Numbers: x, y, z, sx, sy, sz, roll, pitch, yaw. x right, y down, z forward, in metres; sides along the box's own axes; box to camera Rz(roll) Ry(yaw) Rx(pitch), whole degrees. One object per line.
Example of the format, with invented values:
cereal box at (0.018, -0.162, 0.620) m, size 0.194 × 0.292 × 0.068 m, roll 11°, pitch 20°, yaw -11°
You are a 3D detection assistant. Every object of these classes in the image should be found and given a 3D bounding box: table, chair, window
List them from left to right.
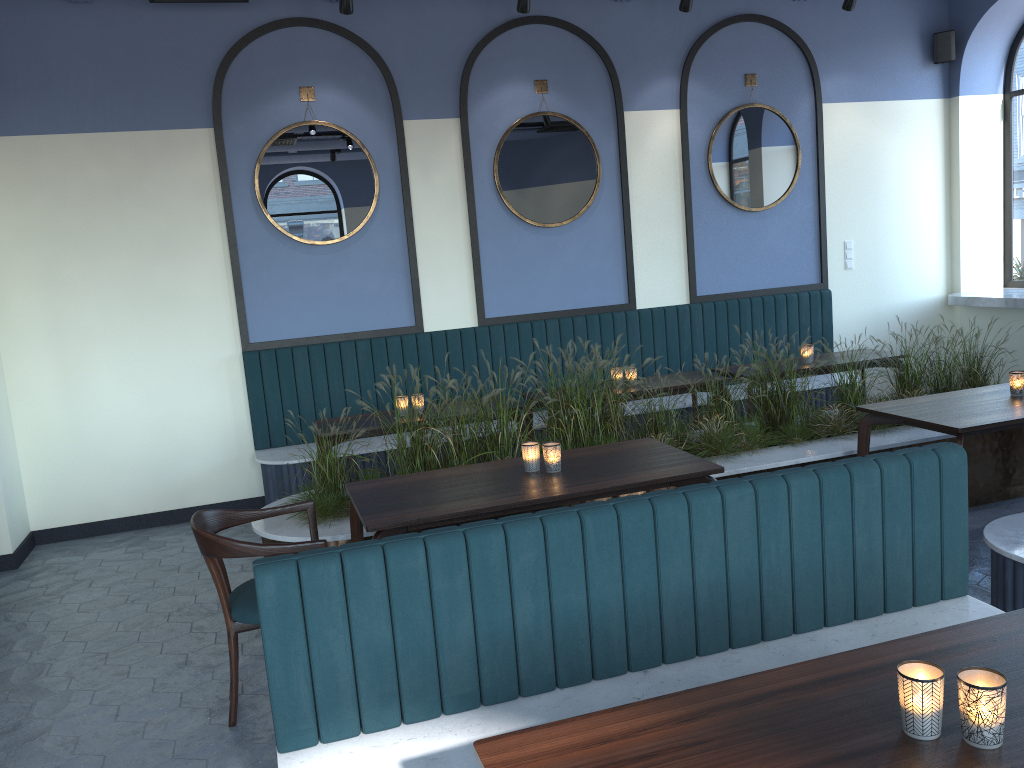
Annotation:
chair at (-0.927, 0.866, 3.465) m, size 0.525 × 0.793 × 0.618 m, roll -7°, pitch 9°, yaw -17°
table at (-0.435, 1.100, 1.720) m, size 9.778 × 0.755 × 3.997 m, roll -10°, pitch 10°, yaw -32°
table at (-0.540, 0.552, 5.487) m, size 1.285 × 0.755 × 0.548 m, roll -7°, pitch 9°, yaw -16°
table at (0.775, 0.384, 5.868) m, size 1.332 × 0.755 × 0.548 m, roll -7°, pitch 9°, yaw -16°
table at (2.110, 0.214, 6.253) m, size 1.332 × 0.755 × 0.548 m, roll -7°, pitch 9°, yaw -16°
window at (2.013, -0.826, 0.930) m, size 3.897 × 2.394 × 14.212 m, roll 1°, pitch 10°, yaw 34°

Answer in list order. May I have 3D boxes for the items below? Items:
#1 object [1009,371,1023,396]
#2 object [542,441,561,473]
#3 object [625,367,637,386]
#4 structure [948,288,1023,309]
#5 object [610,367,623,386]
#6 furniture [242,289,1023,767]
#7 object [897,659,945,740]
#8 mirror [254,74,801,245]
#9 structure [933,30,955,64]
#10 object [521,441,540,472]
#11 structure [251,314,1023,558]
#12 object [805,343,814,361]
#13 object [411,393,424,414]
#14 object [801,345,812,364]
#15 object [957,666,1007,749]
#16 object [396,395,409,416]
object at (2.548, -0.002, 4.468) m, size 0.078 × 0.120 × 0.078 m, roll -5°, pitch 8°, yaw 1°
object at (0.170, 0.308, 3.729) m, size 0.078 × 0.120 × 0.078 m, roll -10°, pitch 10°, yaw -33°
object at (0.779, -0.049, 5.796) m, size 0.078 × 0.120 × 0.078 m, roll -10°, pitch 10°, yaw -33°
structure at (1.923, 0.383, 1.218) m, size 4.315 × 0.080 × 14.155 m, roll 1°, pitch 10°, yaw 35°
object at (0.691, -0.048, 5.838) m, size 0.078 × 0.120 × 0.078 m, roll -10°, pitch 10°, yaw -33°
furniture at (1.120, 0.321, 4.743) m, size 4.800 × 1.150 × 4.703 m, roll -7°, pitch 9°, yaw -16°
object at (0.741, 0.574, 1.607) m, size 0.078 × 0.120 × 0.078 m, roll -10°, pitch 10°, yaw -33°
mirror at (0.294, -1.736, 6.696) m, size 4.357 × 1.089 × 0.026 m, roll -7°, pitch 9°, yaw -16°
structure at (-0.905, -1.780, 2.873) m, size 13.143 × 0.268 × 7.261 m, roll -10°, pitch 10°, yaw -33°
object at (0.082, 0.310, 3.772) m, size 0.078 × 0.120 × 0.078 m, roll -10°, pitch 10°, yaw -33°
structure at (1.019, 0.253, 5.062) m, size 4.878 × 1.207 × 1.143 m, roll -7°, pitch 9°, yaw -15°
object at (2.077, -0.222, 6.221) m, size 0.078 × 0.120 × 0.078 m, roll -10°, pitch 10°, yaw -33°
object at (-0.575, 0.120, 5.433) m, size 0.078 × 0.120 × 0.078 m, roll -5°, pitch 8°, yaw 1°
object at (2.036, -0.205, 6.133) m, size 0.078 × 0.120 × 0.078 m, roll -10°, pitch 10°, yaw -33°
object at (0.829, 0.573, 1.565) m, size 0.078 × 0.120 × 0.078 m, roll -10°, pitch 10°, yaw -33°
object at (-0.667, 0.132, 5.401) m, size 0.078 × 0.120 × 0.078 m, roll -5°, pitch 8°, yaw 1°
